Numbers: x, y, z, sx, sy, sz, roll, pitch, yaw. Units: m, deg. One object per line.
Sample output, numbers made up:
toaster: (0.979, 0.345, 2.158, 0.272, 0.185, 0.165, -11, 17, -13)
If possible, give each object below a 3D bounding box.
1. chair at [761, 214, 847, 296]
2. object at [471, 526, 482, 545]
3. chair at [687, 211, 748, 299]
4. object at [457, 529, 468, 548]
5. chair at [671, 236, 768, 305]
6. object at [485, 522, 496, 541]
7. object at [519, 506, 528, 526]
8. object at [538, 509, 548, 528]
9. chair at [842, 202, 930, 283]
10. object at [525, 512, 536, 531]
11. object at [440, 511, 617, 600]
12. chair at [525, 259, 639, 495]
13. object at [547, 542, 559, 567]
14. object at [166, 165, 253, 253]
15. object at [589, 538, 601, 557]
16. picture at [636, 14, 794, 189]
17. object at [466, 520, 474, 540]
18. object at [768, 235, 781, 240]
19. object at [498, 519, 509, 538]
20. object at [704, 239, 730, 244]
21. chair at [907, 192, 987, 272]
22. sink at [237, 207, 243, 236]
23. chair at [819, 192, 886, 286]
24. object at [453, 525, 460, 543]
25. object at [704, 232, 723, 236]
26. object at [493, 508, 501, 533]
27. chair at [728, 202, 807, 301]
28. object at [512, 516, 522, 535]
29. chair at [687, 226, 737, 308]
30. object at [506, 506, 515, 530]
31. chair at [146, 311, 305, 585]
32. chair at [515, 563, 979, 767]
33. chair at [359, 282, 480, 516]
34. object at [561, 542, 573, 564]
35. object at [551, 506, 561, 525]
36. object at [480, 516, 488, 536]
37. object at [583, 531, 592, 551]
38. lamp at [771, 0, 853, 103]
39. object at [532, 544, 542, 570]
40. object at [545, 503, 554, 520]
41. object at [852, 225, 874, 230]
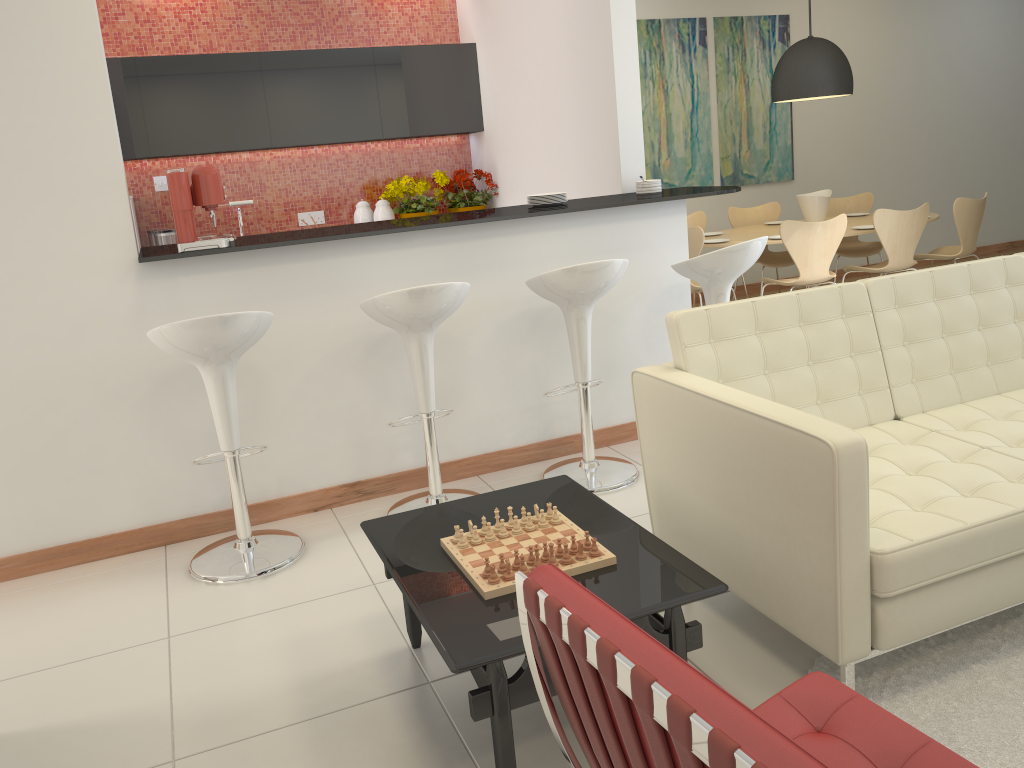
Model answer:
chair: (2.027, -0.724, 6.201, 0.522, 0.897, 0.521, -8, 12, -13)
object: (-0.099, 0.411, 2.417, 0.030, 0.049, 0.030, -8, 12, -13)
chair: (1.575, -0.923, 7.147, 0.525, 0.897, 0.518, -16, 16, -40)
object: (-0.136, 0.418, 2.403, 0.030, 0.049, 0.030, -8, 12, -13)
chair: (0.995, -0.187, 4.214, 0.460, 1.009, 0.467, -13, 14, -34)
object: (-0.062, 0.404, 2.431, 0.030, 0.049, 0.030, -8, 12, -13)
object: (0.034, 0.372, 2.509, 0.030, 0.054, 0.030, -8, 12, -13)
object: (0.086, 0.376, 2.487, 0.030, 0.049, 0.030, -8, 12, -13)
chair: (2.700, -0.844, 6.428, 0.523, 0.897, 0.520, -10, 13, -20)
object: (0.049, 0.383, 2.473, 0.030, 0.049, 0.030, -8, 12, -13)
object: (0.034, 0.446, 2.367, 0.361, 0.021, 0.363, -11, 15, -20)
chair: (0.319, -0.059, 3.954, 0.457, 1.009, 0.469, -7, 12, -10)
object: (0.101, 0.430, 2.237, 0.030, 0.063, 0.030, -8, 12, -13)
object: (-1.251, -0.742, 3.687, 0.322, 0.333, 0.323, -10, 13, -20)
object: (0.212, 0.419, 2.282, 0.030, 0.043, 0.030, -8, 12, -13)
picture: (1.812, -2.518, 7.978, 1.744, 1.490, 0.020, -10, 12, -21)
object: (-0.114, 0.401, 2.453, 0.030, 0.052, 0.030, -12, 13, -28)
object: (1.951, -1.059, 6.398, 0.210, 0.015, 0.213, -4, 14, 5)
object: (-0.025, 0.397, 2.445, 0.030, 0.049, 0.030, -8, 12, -13)
object: (1.497, -1.050, 6.523, 0.210, 0.015, 0.213, -5, 14, 1)
chair: (3.318, -0.983, 6.754, 0.525, 0.897, 0.518, -14, 15, -37)
sink: (-1.927, -1.015, 6.429, 0.811, 0.531, 0.420, -10, 13, -20)
chair: (2.922, -1.168, 7.627, 0.521, 0.897, 0.522, -5, 12, 3)
object: (-0.150, 0.412, 2.440, 0.030, 0.043, 0.030, -8, 12, -13)
object: (1.574, -1.190, 7.049, 0.210, 0.015, 0.213, -5, 14, 1)
object: (-0.041, 0.379, 2.480, 0.030, 0.069, 0.030, -8, 12, -13)
chair: (2.153, -1.056, 7.464, 0.522, 0.897, 0.520, -9, 12, -16)
object: (0.012, 0.390, 2.459, 0.030, 0.049, 0.030, -8, 12, -13)
chair: (1.317, -0.708, 6.393, 0.519, 0.897, 0.524, -14, 15, -36)
object: (-0.004, 0.375, 2.494, 0.030, 0.063, 0.030, -8, 12, -13)
chair: (-1.089, 0.206, 3.419, 0.457, 1.009, 0.469, -7, 12, -10)
chair: (0.466, 0.695, 1.327, 0.709, 0.808, 0.705, -11, 14, -25)
chair: (-0.356, 0.068, 3.697, 0.457, 1.009, 0.469, -7, 12, -10)
object: (0.138, 0.428, 2.252, 0.030, 0.054, 0.030, -8, 12, -13)
object: (0.123, 0.369, 2.501, 0.030, 0.049, 0.030, -8, 12, -13)
object: (-0.077, 0.393, 2.467, 0.030, 0.054, 0.030, -8, 12, -13)
object: (0.197, 0.409, 2.318, 0.030, 0.049, 0.030, -8, 12, -13)
lamp: (2.231, -2.905, 6.636, 0.596, 1.477, 0.599, -9, 12, -18)
object: (0.064, 0.435, 2.223, 0.030, 0.069, 0.030, -8, 12, -13)
object: (0.108, 0.364, 2.538, 0.030, 0.043, 0.030, -8, 12, -13)
object: (2.616, -1.151, 6.518, 0.210, 0.015, 0.213, 1, 16, 24)
